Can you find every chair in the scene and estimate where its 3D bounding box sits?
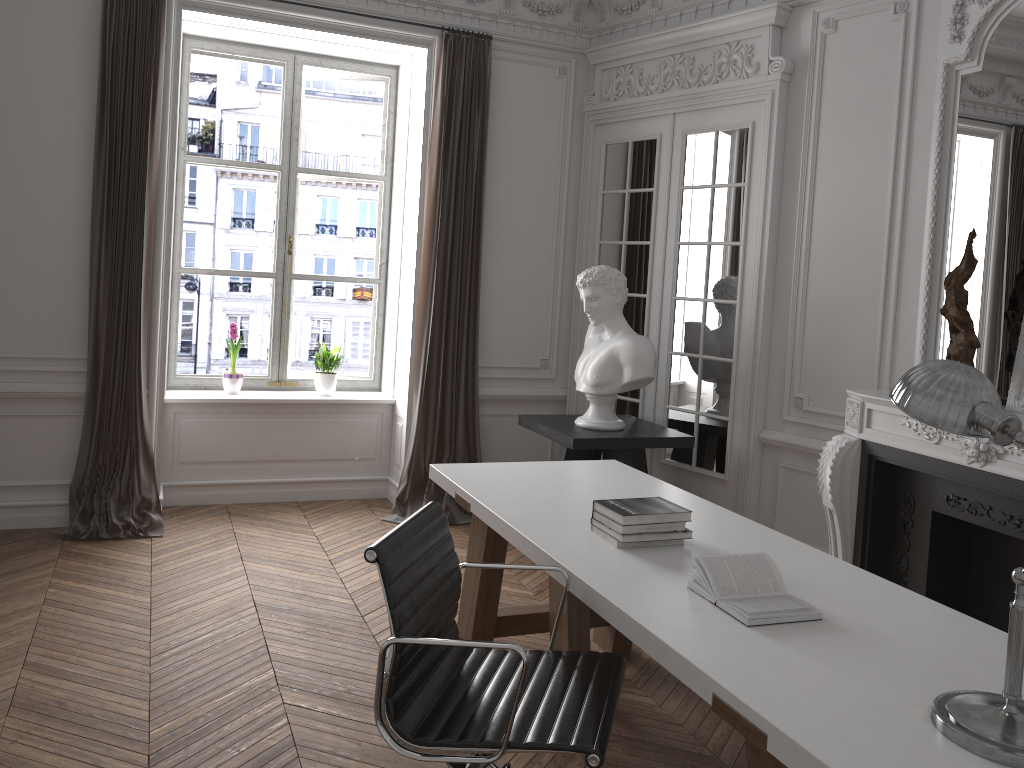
[{"bbox_3d":[-0.034,0.837,2.230,0.668,0.921,0.696,4,4,4],"label":"chair"}]

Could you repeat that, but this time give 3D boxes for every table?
[{"bbox_3d":[0.511,0.611,5.122,0.766,0.747,0.772,2,5,-22],"label":"table"},{"bbox_3d":[0.529,0.894,2.754,0.899,0.746,2.639,1,7,-22],"label":"table"}]

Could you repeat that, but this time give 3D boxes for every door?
[{"bbox_3d":[0.925,-0.392,5.479,0.085,2.728,1.572,2,4,-38],"label":"door"}]

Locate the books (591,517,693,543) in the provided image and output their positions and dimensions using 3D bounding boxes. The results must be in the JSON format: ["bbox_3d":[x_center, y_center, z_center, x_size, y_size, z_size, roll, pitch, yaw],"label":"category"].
[{"bbox_3d":[0.418,0.465,2.861,0.258,0.022,0.213,1,7,-22],"label":"books"}]

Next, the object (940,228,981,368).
[{"bbox_3d":[1.897,-0.286,3.738,0.165,0.751,0.143,4,2,20],"label":"object"}]

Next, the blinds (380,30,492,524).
[{"bbox_3d":[-0.357,-0.688,5.598,0.776,3.092,0.344,2,3,-28],"label":"blinds"}]

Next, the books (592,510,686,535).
[{"bbox_3d":[0.410,0.440,2.859,0.239,0.028,0.192,0,7,-24],"label":"books"}]

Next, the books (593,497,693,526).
[{"bbox_3d":[0.421,0.410,2.860,0.258,0.032,0.192,0,7,-24],"label":"books"}]

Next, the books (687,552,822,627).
[{"bbox_3d":[0.634,0.528,2.322,0.226,0.095,0.280,1,7,-20],"label":"books"}]

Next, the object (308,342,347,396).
[{"bbox_3d":[-1.257,-0.108,6.028,0.215,0.368,0.286,0,5,-44],"label":"object"}]

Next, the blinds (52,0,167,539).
[{"bbox_3d":[-2.161,-0.714,4.904,0.580,3.093,0.311,3,2,-17],"label":"blinds"}]

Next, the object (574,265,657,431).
[{"bbox_3d":[0.543,-0.213,5.027,0.392,0.921,0.637,2,4,-22],"label":"object"}]

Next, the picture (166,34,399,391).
[{"bbox_3d":[-0.040,-0.943,2.647,13.193,4.788,13.317,0,7,-30],"label":"picture"}]

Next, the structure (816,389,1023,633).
[{"bbox_3d":[1.815,0.715,3.441,0.808,1.180,1.615,2,5,-22],"label":"structure"}]

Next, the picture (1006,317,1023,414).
[{"bbox_3d":[2.144,-0.083,3.497,0.095,0.433,0.342,3,4,-22],"label":"picture"}]

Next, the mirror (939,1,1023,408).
[{"bbox_3d":[2.211,-0.729,3.510,0.001,1.808,1.128,3,4,-22],"label":"mirror"}]

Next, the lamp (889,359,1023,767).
[{"bbox_3d":[0.939,0.314,1.758,0.268,0.697,0.491,2,4,-22],"label":"lamp"}]

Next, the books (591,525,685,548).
[{"bbox_3d":[0.406,0.487,2.866,0.241,0.022,0.192,1,7,-20],"label":"books"}]

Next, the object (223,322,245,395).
[{"bbox_3d":[-1.835,-0.172,5.832,0.130,0.474,0.129,5,3,28],"label":"object"}]
